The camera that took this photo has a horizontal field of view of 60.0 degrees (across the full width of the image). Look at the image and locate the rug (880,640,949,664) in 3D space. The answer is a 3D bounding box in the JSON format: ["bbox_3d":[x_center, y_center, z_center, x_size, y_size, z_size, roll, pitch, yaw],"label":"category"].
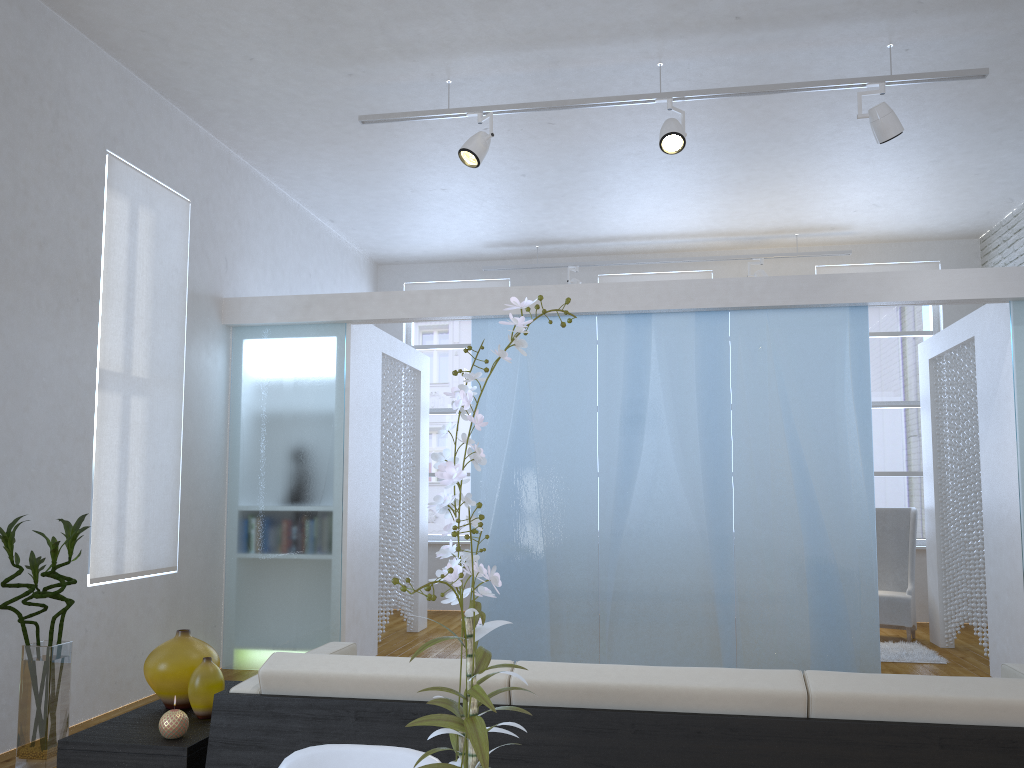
[{"bbox_3d":[2.286,1.785,5.993,1.095,0.047,0.758,-1,-7,10],"label":"rug"}]

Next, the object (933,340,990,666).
[{"bbox_3d":[2.936,0.759,5.763,0.051,2.010,0.926,-1,-6,10],"label":"object"}]

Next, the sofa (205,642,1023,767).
[{"bbox_3d":[0.502,1.104,2.972,5.337,0.677,9.755,-1,-7,10],"label":"sofa"}]

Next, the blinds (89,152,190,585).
[{"bbox_3d":[-1.931,-0.056,4.653,0.007,2.105,0.764,-1,-5,10],"label":"blinds"}]

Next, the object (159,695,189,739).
[{"bbox_3d":[-0.850,0.835,2.231,0.071,0.104,0.071,-4,-7,37],"label":"object"}]

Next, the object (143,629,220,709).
[{"bbox_3d":[-0.951,0.819,2.556,0.207,0.215,0.207,5,-8,-38],"label":"object"}]

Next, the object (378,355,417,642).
[{"bbox_3d":[-0.837,0.835,6.427,0.051,2.010,0.926,-1,-6,10],"label":"object"}]

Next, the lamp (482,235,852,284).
[{"bbox_3d":[1.280,-0.985,7.631,3.118,0.485,0.198,-1,-6,8],"label":"lamp"}]

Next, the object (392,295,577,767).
[{"bbox_3d":[-0.057,0.229,0.815,0.166,0.636,0.202,-4,-7,38],"label":"object"}]

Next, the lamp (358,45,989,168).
[{"bbox_3d":[0.719,-1.376,4.461,3.117,0.485,0.205,-1,-6,8],"label":"lamp"}]

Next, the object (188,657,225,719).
[{"bbox_3d":[-0.837,0.831,2.428,0.096,0.160,0.096,5,-7,-38],"label":"object"}]

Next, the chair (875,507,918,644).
[{"bbox_3d":[2.746,1.398,6.565,0.472,0.958,0.379,-4,-7,35],"label":"chair"}]

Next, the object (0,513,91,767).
[{"bbox_3d":[-1.903,1.005,3.491,0.380,0.977,0.485,2,-6,-18],"label":"object"}]

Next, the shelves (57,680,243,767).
[{"bbox_3d":[-0.891,1.148,2.504,0.349,0.450,0.732,-1,-7,10],"label":"shelves"}]

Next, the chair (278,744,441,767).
[{"bbox_3d":[-0.242,0.675,1.071,0.405,0.350,0.420,-1,-6,9],"label":"chair"}]
